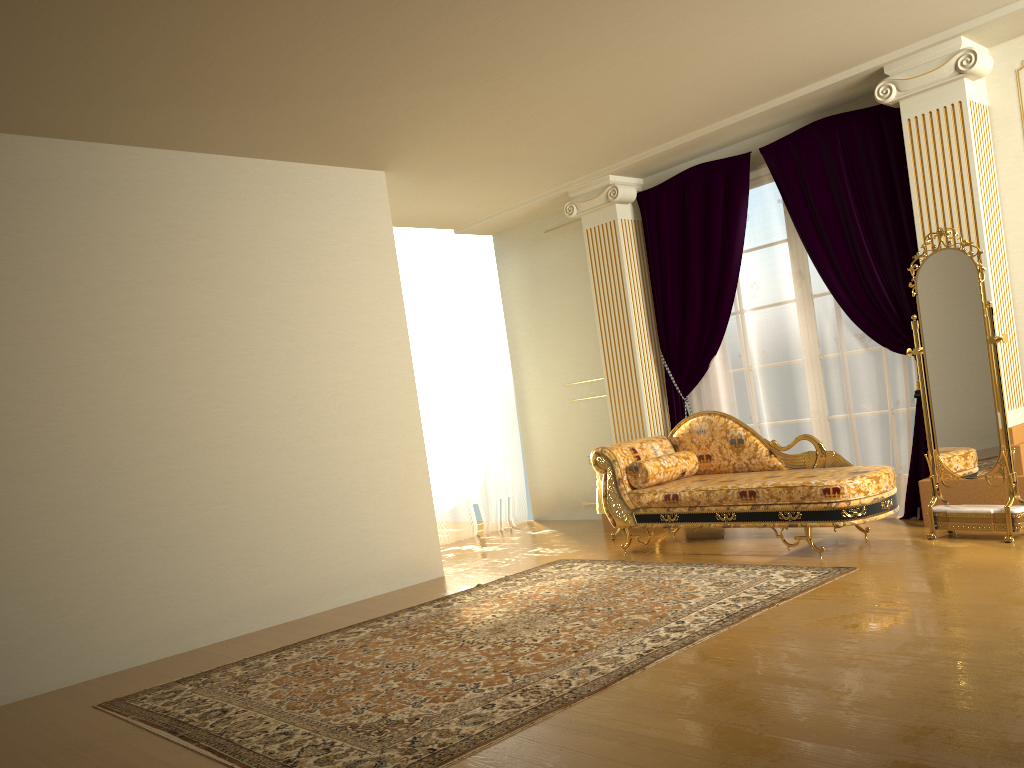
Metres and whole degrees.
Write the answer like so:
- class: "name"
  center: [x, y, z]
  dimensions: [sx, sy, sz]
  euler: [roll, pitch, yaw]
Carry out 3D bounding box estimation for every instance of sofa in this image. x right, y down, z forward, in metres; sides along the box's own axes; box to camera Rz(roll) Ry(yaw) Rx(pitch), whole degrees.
- class: "sofa"
  center: [1.405, 0.591, 5.548]
  dimensions: [0.690, 0.872, 1.902]
  euler: [-9, -1, -43]

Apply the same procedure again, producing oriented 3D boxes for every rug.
- class: "rug"
  center: [-0.060, 1.184, 4.233]
  dimensions: [3.063, 0.017, 2.127]
  euler: [-6, -3, -43]

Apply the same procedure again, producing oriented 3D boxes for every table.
- class: "table"
  center: [0.897, 0.825, 6.711]
  dimensions: [0.571, 0.644, 0.570]
  euler: [-8, 0, 2]

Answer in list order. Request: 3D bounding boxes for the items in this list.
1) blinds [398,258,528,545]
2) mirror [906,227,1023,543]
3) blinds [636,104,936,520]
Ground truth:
- class: "blinds"
  center: [-0.740, 0.157, 7.649]
  dimensions: [2.154, 2.509, 0.164]
  euler: [-8, 2, -41]
- class: "mirror"
  center: [2.427, -0.003, 4.795]
  dimensions: [0.242, 1.702, 0.543]
  euler: [-9, 2, -33]
- class: "blinds"
  center: [1.931, -0.356, 6.222]
  dimensions: [0.337, 2.656, 2.245]
  euler: [-10, 1, -42]
